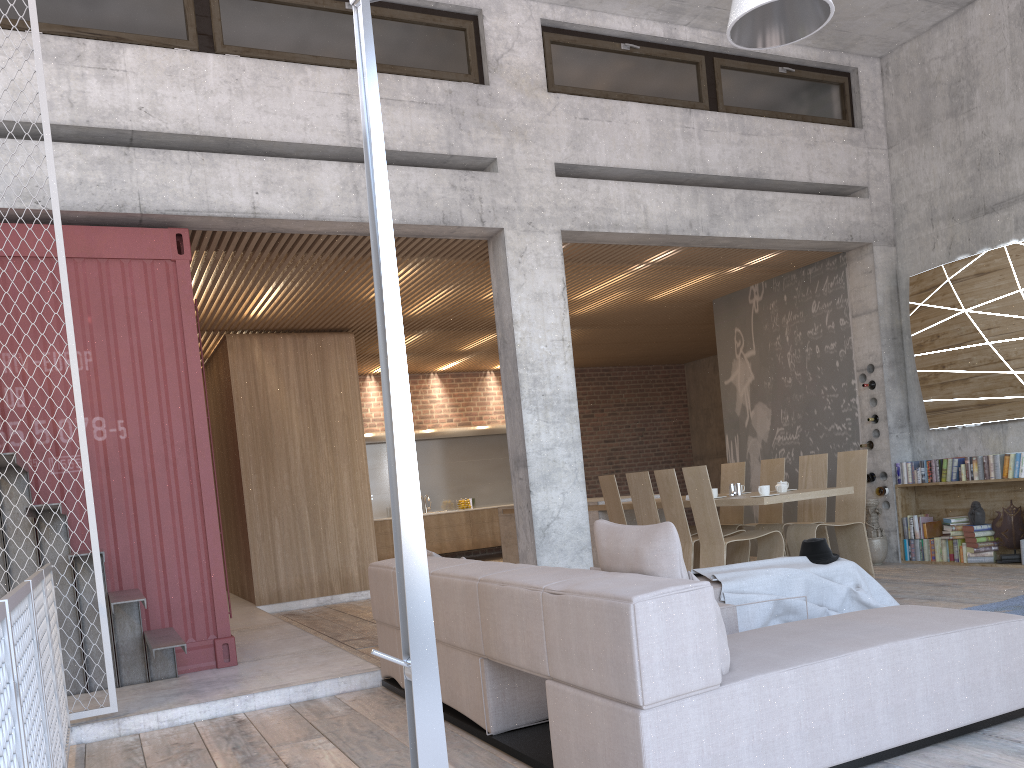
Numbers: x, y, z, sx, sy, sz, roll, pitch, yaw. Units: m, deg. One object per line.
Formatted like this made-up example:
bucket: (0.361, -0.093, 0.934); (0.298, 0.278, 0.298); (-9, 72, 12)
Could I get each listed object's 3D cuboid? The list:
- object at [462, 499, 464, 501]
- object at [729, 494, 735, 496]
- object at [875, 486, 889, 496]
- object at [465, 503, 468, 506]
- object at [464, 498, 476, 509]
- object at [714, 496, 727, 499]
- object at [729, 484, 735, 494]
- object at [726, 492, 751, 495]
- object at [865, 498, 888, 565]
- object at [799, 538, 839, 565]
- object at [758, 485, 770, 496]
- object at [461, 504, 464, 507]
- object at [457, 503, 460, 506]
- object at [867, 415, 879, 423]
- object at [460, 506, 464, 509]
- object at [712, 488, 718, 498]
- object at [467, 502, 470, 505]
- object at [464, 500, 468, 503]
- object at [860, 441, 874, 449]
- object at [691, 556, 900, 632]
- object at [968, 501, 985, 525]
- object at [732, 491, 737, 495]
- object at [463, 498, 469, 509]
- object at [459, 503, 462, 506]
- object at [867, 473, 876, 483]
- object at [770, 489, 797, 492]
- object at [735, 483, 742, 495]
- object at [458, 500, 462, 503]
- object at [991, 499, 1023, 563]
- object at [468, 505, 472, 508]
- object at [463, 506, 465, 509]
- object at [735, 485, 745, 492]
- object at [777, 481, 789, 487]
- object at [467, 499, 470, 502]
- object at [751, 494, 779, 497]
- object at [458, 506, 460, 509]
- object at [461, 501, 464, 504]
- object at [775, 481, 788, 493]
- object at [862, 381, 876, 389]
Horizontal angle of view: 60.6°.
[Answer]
object: (-0.805, 1.941, 14.542); (0.051, 0.053, 0.063); (-6, -3, 11)
object: (2.000, 1.009, 7.974); (0.050, 0.019, 0.051); (-1, -8, -43)
object: (3.906, 1.095, 9.055); (0.336, 0.095, 0.096); (-3, -3, -26)
object: (-0.754, 1.995, 14.485); (0.061, 0.055, 0.051); (-5, -2, -12)
object: (-0.705, 2.021, 14.812); (0.190, 0.170, 0.192); (-5, -3, -15)
object: (1.834, 1.041, 7.992); (0.184, 0.014, 0.187); (0, -8, -39)
object: (2.016, 0.969, 8.034); (0.053, 0.109, 0.052); (-6, 0, 19)
object: (2.188, 1.060, 8.462); (0.185, 0.014, 0.187); (-4, -7, -13)
object: (3.713, 1.519, 9.011); (0.250, 0.683, 0.269); (-5, 1, 27)
object: (2.046, 1.123, 5.913); (0.297, 0.169, 0.305); (-2, -6, -38)
object: (2.102, 0.892, 7.305); (0.093, 0.088, 0.117); (-7, -4, 18)
object: (-0.814, 2.005, 14.452); (0.060, 0.054, 0.052); (-5, -2, -14)
object: (-0.878, 1.999, 14.572); (0.053, 0.051, 0.063); (-5, -3, -22)
object: (3.813, 0.359, 9.074); (0.345, 0.093, 0.094); (-3, -3, -26)
object: (-0.828, 2.039, 14.507); (0.064, 0.063, 0.073); (-7, -3, 29)
object: (1.826, 0.998, 7.978); (0.093, 0.088, 0.117); (-7, -4, 18)
object: (-0.719, 1.982, 14.531); (0.061, 0.054, 0.053); (-4, -3, -35)
object: (-0.759, 1.945, 14.489); (0.052, 0.053, 0.063); (-7, -3, 22)
object: (3.764, 0.636, 9.150); (0.336, 0.095, 0.096); (-3, -3, -26)
object: (1.913, 1.398, 5.862); (1.593, 0.502, 1.052); (-5, -5, -7)
object: (4.338, 1.206, 8.191); (0.135, 0.229, 0.146); (-6, -1, -29)
object: (2.023, 0.993, 7.972); (0.051, 0.045, 0.051); (-5, -3, -8)
object: (-0.791, 1.983, 14.542); (0.188, 0.174, 0.209); (-4, -3, -26)
object: (-0.844, 1.991, 14.520); (0.062, 0.053, 0.052); (-5, -2, -19)
object: (3.858, 0.979, 9.225); (0.333, 0.090, 0.091); (-3, -3, -26)
object: (2.502, 0.986, 8.089); (0.184, 0.014, 0.187); (-3, -7, -22)
object: (2.067, 0.960, 8.005); (0.053, 0.112, 0.052); (-6, 0, 19)
object: (-0.864, 1.949, 14.533); (0.053, 0.051, 0.063); (-4, -4, -33)
object: (4.576, 1.335, 8.004); (0.346, 0.569, 0.195); (-6, 1, 24)
object: (-0.699, 2.028, 14.511); (0.062, 0.052, 0.053); (-3, -4, -41)
object: (-0.778, 2.032, 14.476); (0.051, 0.053, 0.063); (-6, -3, 17)
object: (2.186, 1.022, 8.470); (0.094, 0.088, 0.116); (-8, -4, 38)
object: (2.498, 0.948, 8.096); (0.094, 0.088, 0.116); (-7, -4, 28)
object: (-0.729, 1.936, 14.548); (0.050, 0.060, 0.059); (-6, -2, 9)
object: (2.110, 0.935, 7.319); (0.184, 0.014, 0.187); (0, -8, -39)
object: (-0.864, 2.043, 14.556); (0.060, 0.057, 0.052); (-6, -2, 11)
object: (-0.814, 1.961, 14.477); (0.062, 0.052, 0.053); (-7, -3, 22)
object: (2.406, 0.919, 7.831); (0.122, 0.112, 0.090); (-4, -2, -35)
object: (3.744, 0.008, 9.045); (0.333, 0.090, 0.091); (-3, -3, -26)
